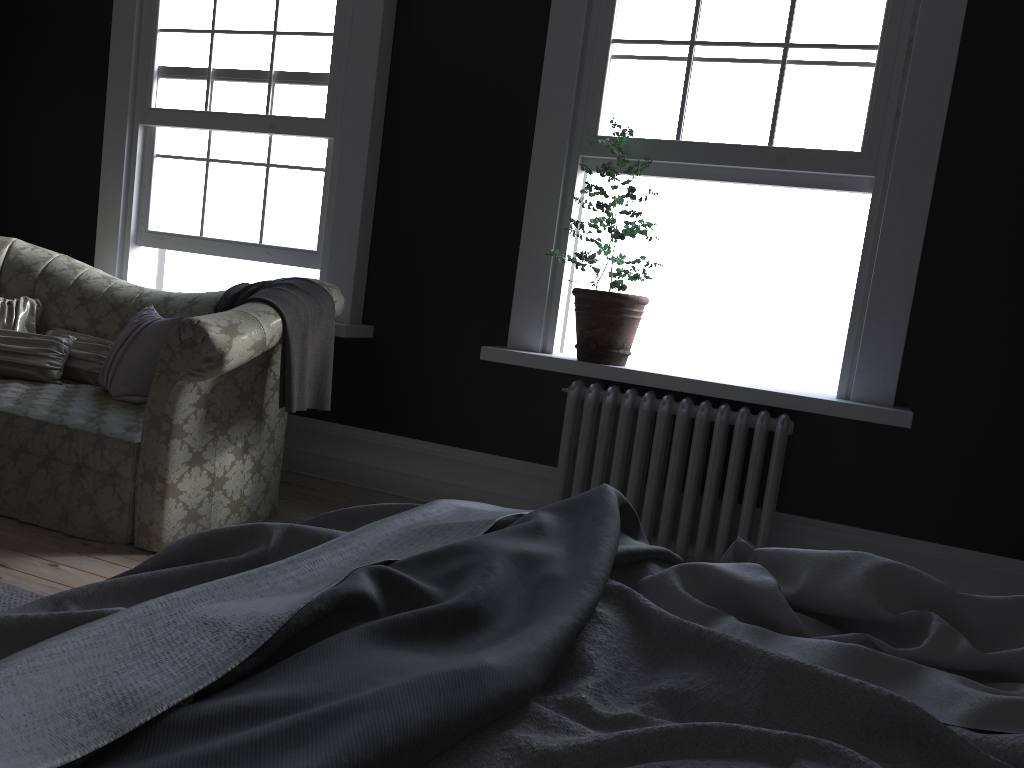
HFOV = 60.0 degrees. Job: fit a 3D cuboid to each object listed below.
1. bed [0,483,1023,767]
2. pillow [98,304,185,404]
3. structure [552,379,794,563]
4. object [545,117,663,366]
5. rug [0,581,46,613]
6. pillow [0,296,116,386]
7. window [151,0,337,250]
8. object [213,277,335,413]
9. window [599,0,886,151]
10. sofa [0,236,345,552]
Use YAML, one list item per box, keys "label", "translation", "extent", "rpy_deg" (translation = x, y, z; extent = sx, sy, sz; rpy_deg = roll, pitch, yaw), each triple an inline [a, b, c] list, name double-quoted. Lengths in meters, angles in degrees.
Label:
- label: "bed"
  translation: [0.380, 0.466, 1.223]
  extent: [3.282, 1.301, 2.760]
  rpy_deg: [8, 6, 9]
- label: "pillow"
  translation: [-1.639, -0.118, 4.255]
  extent: [0.962, 0.462, 0.404]
  rpy_deg: [11, 7, 28]
- label: "structure"
  translation: [0.718, 0.471, 4.150]
  extent: [1.140, 0.850, 0.276]
  rpy_deg: [10, 7, 20]
- label: "object"
  translation: [0.476, -0.664, 4.232]
  extent: [0.505, 1.136, 0.473]
  rpy_deg: [4, 8, -30]
- label: "rug"
  translation: [-3.087, 0.533, 2.397]
  extent: [3.640, 0.050, 2.103]
  rpy_deg: [10, 6, 21]
- label: "pillow"
  translation: [-2.574, -0.253, 4.581]
  extent: [1.104, 0.417, 0.528]
  rpy_deg: [10, 6, 20]
- label: "window"
  translation: [-1.560, -1.643, 5.103]
  extent: [1.261, 1.675, 0.056]
  rpy_deg: [10, 7, 20]
- label: "object"
  translation: [-1.152, -0.232, 4.221]
  extent: [0.517, 0.586, 1.363]
  rpy_deg: [5, 6, -20]
- label: "window"
  translation: [1.048, -1.533, 4.111]
  extent: [1.261, 1.019, 0.056]
  rpy_deg: [10, 7, 20]
- label: "sofa"
  translation: [-2.115, -0.094, 4.491]
  extent: [2.809, 1.163, 1.604]
  rpy_deg: [10, 6, 21]
